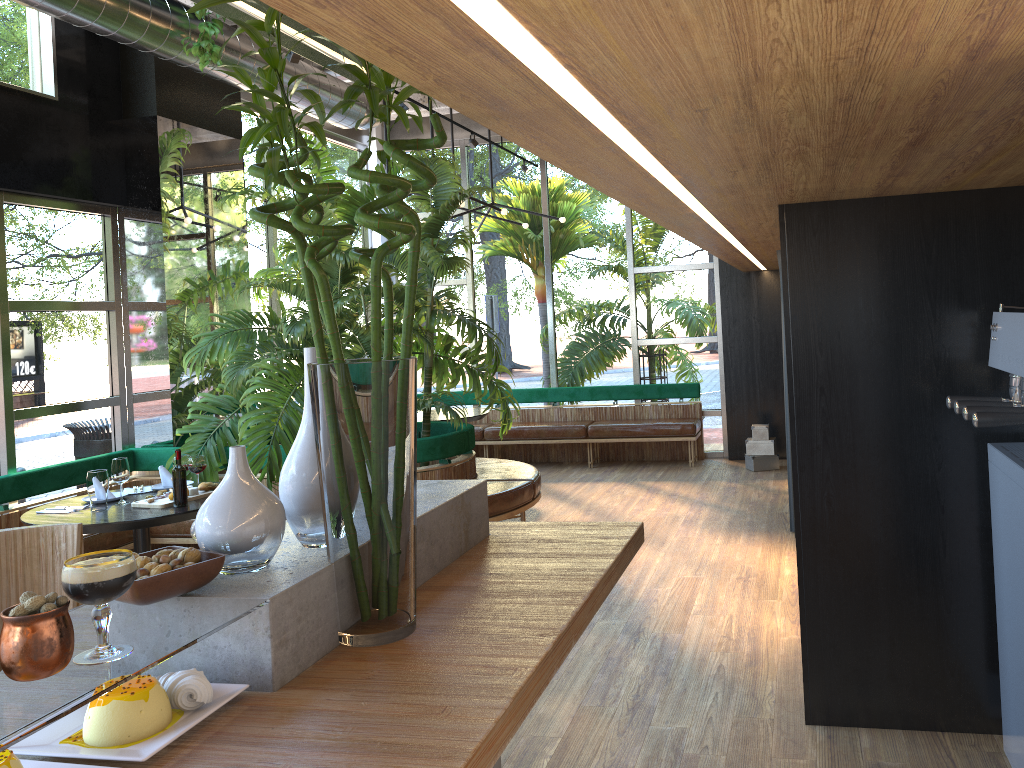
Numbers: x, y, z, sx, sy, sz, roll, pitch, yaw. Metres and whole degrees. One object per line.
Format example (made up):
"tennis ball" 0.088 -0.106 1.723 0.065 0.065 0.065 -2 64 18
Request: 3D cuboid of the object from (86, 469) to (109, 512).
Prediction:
"object" -2.164 0.558 4.642 0.111 0.209 0.100 -4 1 -39

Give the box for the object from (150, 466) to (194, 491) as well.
"object" -2.002 0.548 5.228 0.233 0.138 0.233 -3 3 0

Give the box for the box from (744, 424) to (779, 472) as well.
"box" 2.517 0.636 8.965 0.329 0.441 0.283 -3 1 5

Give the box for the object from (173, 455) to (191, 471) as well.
"object" -1.896 0.514 5.115 0.102 0.200 0.103 -3 1 5

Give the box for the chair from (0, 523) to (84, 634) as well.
"chair" -1.299 0.904 2.271 0.527 0.968 0.569 -3 1 26

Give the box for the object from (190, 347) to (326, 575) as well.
"object" -0.457 0.132 1.734 0.329 0.397 0.307 -4 2 -25

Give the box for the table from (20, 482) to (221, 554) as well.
"table" -2.015 1.015 4.853 1.130 0.749 1.073 -4 3 -15

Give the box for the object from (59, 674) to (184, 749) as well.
"object" -0.571 0.477 1.316 0.133 0.068 0.137 -2 3 16

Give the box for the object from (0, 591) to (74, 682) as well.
"object" -0.651 0.328 1.139 0.160 0.106 0.086 -5 2 -29

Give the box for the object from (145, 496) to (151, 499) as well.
"object" -1.983 0.624 4.836 0.032 0.031 0.041 -1 3 41

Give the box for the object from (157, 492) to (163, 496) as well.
"object" -1.953 0.615 4.924 0.032 0.032 0.038 -3 2 14

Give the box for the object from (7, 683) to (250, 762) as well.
"object" -0.571 0.504 1.328 0.239 0.016 0.250 -2 4 15

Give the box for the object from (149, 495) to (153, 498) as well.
"object" -2.000 0.625 4.906 0.032 0.019 0.039 -1 4 29

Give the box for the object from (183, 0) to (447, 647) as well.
"object" -0.326 -0.298 1.679 0.613 1.547 0.642 -3 0 -35

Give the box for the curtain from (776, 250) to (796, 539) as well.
"curtain" 2.453 -0.084 7.738 0.119 2.054 3.362 -3 3 18

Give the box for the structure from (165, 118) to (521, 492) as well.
"structure" -1.179 -0.473 7.103 2.430 3.430 2.677 -3 1 1

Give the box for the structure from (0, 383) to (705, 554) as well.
"structure" -1.810 0.938 0.201 5.888 1.545 20.652 -2 4 18

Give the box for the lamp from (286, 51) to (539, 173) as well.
"lamp" -1.274 -2.332 4.811 3.705 1.528 10.285 -2 4 15

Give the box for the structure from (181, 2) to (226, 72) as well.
"structure" -1.160 -2.790 5.547 1.484 1.513 2.068 -5 3 -44

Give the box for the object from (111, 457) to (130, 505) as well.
"object" -2.118 0.525 4.808 0.093 0.244 0.092 -3 0 -1

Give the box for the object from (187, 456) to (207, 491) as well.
"object" -1.786 0.514 5.044 0.102 0.200 0.103 -3 1 5

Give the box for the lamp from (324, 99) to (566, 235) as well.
"lamp" -1.684 -1.837 0.395 4.967 1.819 19.409 -2 4 18

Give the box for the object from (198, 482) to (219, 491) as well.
"object" -1.702 0.578 4.988 0.057 0.072 0.215 -3 4 9

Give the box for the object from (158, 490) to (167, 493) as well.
"object" -1.978 0.613 5.027 0.023 0.025 0.048 -2 3 35

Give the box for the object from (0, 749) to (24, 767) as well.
"object" -0.660 0.498 1.088 0.132 0.068 0.137 -2 3 19

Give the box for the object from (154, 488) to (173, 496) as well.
"object" -1.937 0.612 4.988 0.095 0.028 0.133 -1 4 31

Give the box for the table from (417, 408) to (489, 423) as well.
"table" -0.754 0.675 8.699 1.110 0.749 1.093 -3 3 -4

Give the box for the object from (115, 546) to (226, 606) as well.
"object" -0.589 0.315 1.513 0.186 0.073 0.236 0 4 36

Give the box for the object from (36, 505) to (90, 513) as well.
"object" -2.359 0.659 4.703 0.249 0.019 0.162 -2 4 15

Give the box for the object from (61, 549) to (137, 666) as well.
"object" -0.767 0.337 0.898 0.204 0.134 0.831 -2 4 24

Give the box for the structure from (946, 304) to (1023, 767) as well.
"structure" 1.702 0.543 2.735 0.536 1.591 0.861 -3 1 17

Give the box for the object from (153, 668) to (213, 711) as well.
"object" -0.519 0.473 1.389 0.139 0.057 0.069 -1 3 33

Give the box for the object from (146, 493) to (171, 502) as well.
"object" -1.891 0.609 4.825 0.099 0.013 0.228 -1 4 22

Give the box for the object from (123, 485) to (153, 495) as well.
"object" -2.186 0.615 5.194 0.163 0.019 0.246 -5 4 -23

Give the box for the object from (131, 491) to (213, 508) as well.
"object" -1.836 0.623 4.816 0.230 0.019 0.367 -1 5 27

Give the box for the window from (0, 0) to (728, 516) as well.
"window" -2.999 -1.494 0.458 4.042 6.481 20.905 -3 4 18

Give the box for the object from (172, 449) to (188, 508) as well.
"object" -1.741 0.490 4.647 0.065 0.298 0.071 -3 0 32

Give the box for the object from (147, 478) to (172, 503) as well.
"object" -1.851 0.559 4.718 0.140 0.123 0.100 -3 1 -3

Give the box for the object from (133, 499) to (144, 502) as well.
"object" -2.029 0.637 4.805 0.061 0.013 0.151 -2 4 13

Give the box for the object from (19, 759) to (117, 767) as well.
"object" -0.658 0.526 1.075 0.238 0.016 0.250 -2 4 17

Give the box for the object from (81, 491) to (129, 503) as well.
"object" -2.269 0.582 4.951 0.233 0.138 0.233 -3 3 0

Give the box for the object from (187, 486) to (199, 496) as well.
"object" -1.788 0.586 4.906 0.064 0.038 0.192 -5 5 -39

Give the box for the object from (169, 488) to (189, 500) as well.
"object" -1.794 0.580 4.800 0.097 0.064 0.166 -4 4 -12
